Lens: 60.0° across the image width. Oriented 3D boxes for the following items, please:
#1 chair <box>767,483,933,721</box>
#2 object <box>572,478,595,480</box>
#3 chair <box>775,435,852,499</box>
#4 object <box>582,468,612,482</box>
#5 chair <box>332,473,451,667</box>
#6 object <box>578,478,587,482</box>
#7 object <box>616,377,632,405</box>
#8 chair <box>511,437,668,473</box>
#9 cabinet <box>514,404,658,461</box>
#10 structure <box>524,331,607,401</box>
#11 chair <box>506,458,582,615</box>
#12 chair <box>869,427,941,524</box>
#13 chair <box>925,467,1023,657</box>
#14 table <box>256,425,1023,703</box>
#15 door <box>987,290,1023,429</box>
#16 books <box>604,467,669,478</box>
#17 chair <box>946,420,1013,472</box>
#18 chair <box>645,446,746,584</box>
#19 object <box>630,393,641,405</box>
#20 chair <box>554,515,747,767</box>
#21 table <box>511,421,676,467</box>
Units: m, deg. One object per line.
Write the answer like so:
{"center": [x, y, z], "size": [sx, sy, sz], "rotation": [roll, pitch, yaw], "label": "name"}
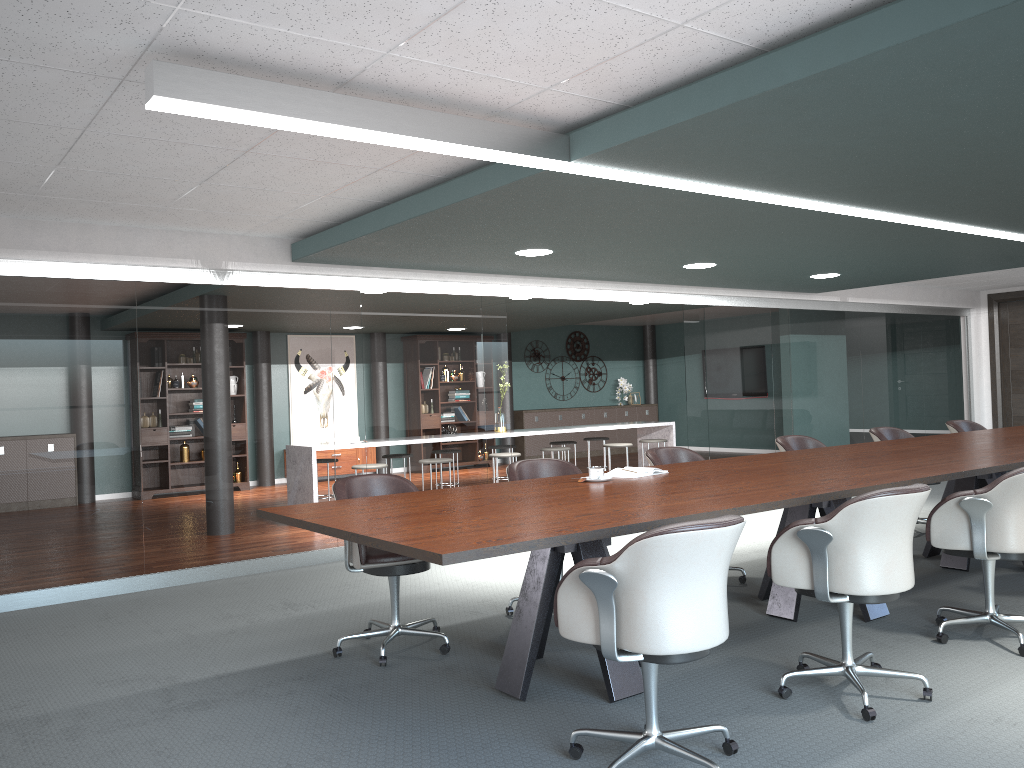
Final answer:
{"center": [1.229, 0.727, 3.169], "size": [0.523, 0.761, 0.533], "rotation": [-2, -1, 36], "label": "chair"}
{"center": [0.333, 0.431, 4.002], "size": [0.155, 0.012, 0.034], "rotation": [-2, -1, 31], "label": "object"}
{"center": [2.011, 0.722, 5.824], "size": [0.535, 0.761, 0.518], "rotation": [-2, -1, -30], "label": "chair"}
{"center": [0.382, 0.411, 4.028], "size": [0.146, 0.056, 0.146], "rotation": [-2, 0, -12], "label": "object"}
{"center": [-0.547, 0.797, 3.966], "size": [0.535, 0.761, 0.518], "rotation": [-2, -1, -30], "label": "chair"}
{"center": [0.315, 0.430, 3.979], "size": [0.041, 0.021, 0.044], "rotation": [-2, -1, -44], "label": "object"}
{"center": [1.959, 0.122, 15.408], "size": [0.221, 0.495, 0.600], "rotation": [-2, -1, 28], "label": "object"}
{"center": [-0.090, 0.954, 9.484], "size": [4.029, 0.512, 1.479], "rotation": [-2, -1, -36], "label": "chair"}
{"center": [-2.505, 0.908, 12.162], "size": [12.287, 0.820, 0.402], "rotation": [-2, -1, -36], "label": "cabinet"}
{"center": [0.937, -0.308, 14.940], "size": [1.791, 1.178, 0.017], "rotation": [-2, -1, -36], "label": "structure"}
{"center": [0.220, 0.775, 4.523], "size": [0.535, 0.761, 0.518], "rotation": [-2, -1, -15], "label": "chair"}
{"center": [2.883, 0.697, 6.448], "size": [0.523, 0.761, 0.533], "rotation": [-2, -1, 36], "label": "chair"}
{"center": [2.070, 0.703, 3.782], "size": [0.523, 0.761, 0.533], "rotation": [-2, -1, 30], "label": "chair"}
{"center": [2.134, 0.738, 4.836], "size": [6.694, 0.706, 1.374], "rotation": [-2, -1, -36], "label": "table"}
{"center": [6.414, -0.088, 10.839], "size": [0.139, 2.130, 1.038], "rotation": [-2, -1, -36], "label": "door"}
{"center": [0.593, 0.417, 4.239], "size": [0.180, 0.032, 0.285], "rotation": [-3, -1, 44], "label": "books"}
{"center": [3.779, 0.671, 7.109], "size": [0.535, 0.761, 0.518], "rotation": [-2, -1, -30], "label": "chair"}
{"center": [1.039, 0.751, 5.118], "size": [0.535, 0.761, 0.518], "rotation": [-2, -1, -30], "label": "chair"}
{"center": [2.154, 0.256, 15.450], "size": [0.174, 0.207, 0.042], "rotation": [-2, -1, -17], "label": "object"}
{"center": [0.427, 0.751, 2.576], "size": [0.535, 0.761, 0.518], "rotation": [-2, -1, -30], "label": "chair"}
{"center": [-0.083, 0.859, 9.419], "size": [4.577, 0.699, 0.609], "rotation": [-2, -1, -36], "label": "table"}
